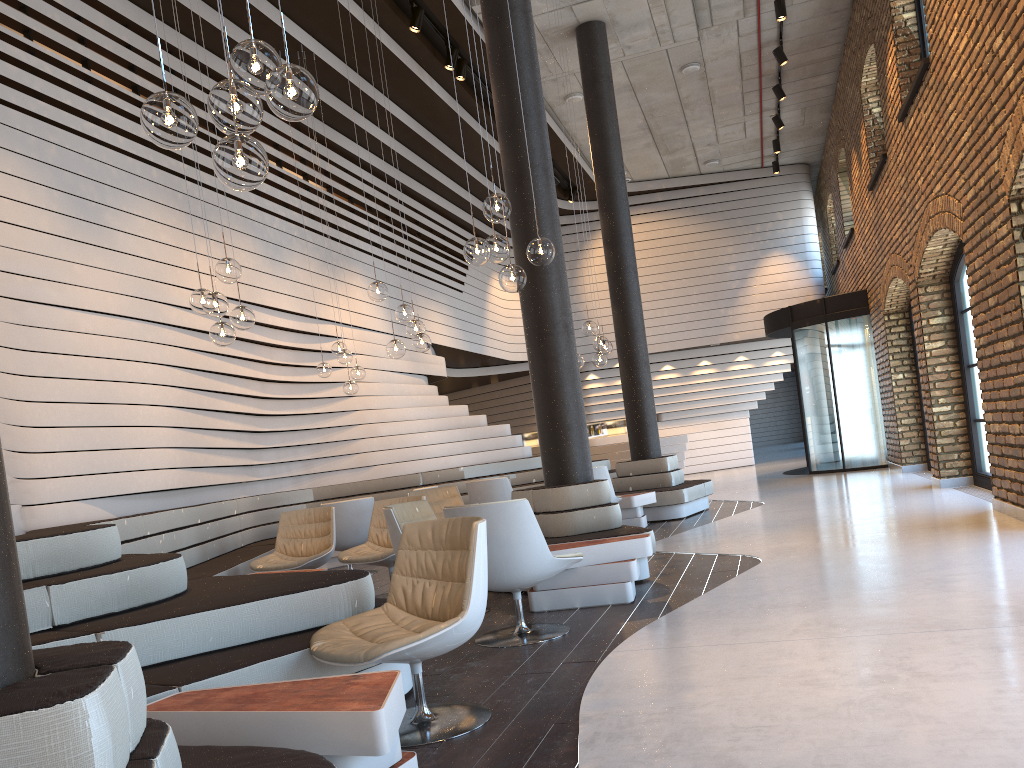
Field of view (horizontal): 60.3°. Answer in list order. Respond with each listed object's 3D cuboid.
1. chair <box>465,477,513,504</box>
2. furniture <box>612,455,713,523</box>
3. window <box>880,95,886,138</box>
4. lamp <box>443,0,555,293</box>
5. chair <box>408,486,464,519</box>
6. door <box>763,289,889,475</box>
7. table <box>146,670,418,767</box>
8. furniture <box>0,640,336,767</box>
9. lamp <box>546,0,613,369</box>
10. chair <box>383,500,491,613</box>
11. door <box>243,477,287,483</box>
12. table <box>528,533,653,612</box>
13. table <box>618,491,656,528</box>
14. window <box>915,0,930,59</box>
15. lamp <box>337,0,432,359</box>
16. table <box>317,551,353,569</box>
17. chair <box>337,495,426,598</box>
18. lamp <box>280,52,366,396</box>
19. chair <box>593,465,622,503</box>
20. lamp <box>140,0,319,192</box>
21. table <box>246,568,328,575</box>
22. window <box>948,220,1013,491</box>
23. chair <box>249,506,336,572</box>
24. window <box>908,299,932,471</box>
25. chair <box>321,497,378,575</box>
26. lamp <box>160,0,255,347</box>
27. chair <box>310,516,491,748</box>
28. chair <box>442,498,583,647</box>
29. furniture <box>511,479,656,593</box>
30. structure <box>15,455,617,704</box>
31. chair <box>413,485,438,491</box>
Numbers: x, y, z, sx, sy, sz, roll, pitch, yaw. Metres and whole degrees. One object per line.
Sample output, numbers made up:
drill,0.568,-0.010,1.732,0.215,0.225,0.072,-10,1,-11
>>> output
chair,-0.126,1.412,9.791,0.664,0.767,0.702,-8,-1,33
furniture,1.810,1.242,10.640,1.750,0.723,1.292,-5,-4,-38
window,4.756,-3.400,10.912,0.126,1.452,1.561,-7,-2,16
lamp,-0.300,-2.870,5.155,0.545,4.682,0.292,-8,2,2
chair,-0.613,1.373,8.473,0.649,0.767,0.719,-7,-1,-34
door,6.155,0.004,15.154,3.234,2.856,3.225,-8,-2,23
table,-0.656,1.118,2.695,0.915,0.371,0.410,-9,-2,24
furniture,-0.764,0.856,1.430,1.281,0.722,1.766,-8,-4,12
lamp,0.757,-2.047,15.059,9.097,4.616,41.693,-9,-5,16
chair,-0.443,1.137,5.802,0.716,0.767,0.651,-8,-1,20
door,-3.585,1.472,13.093,0.978,2.109,0.161,-8,1,17
table,0.442,1.197,5.552,0.909,0.371,0.412,-8,-2,10
table,1.129,1.440,9.764,0.913,0.371,0.410,-9,-2,19
window,3.965,-3.509,8.195,0.126,1.452,1.561,-7,-2,16
lamp,-1.224,-2.573,7.434,0.312,4.749,0.654,-7,2,25
table,-1.964,1.876,9.997,0.895,0.371,0.419,-5,-3,-36
chair,-0.977,1.299,6.931,0.665,0.767,0.702,-8,-1,36
lamp,-2.102,-2.210,9.444,0.527,4.721,0.335,-8,2,-21
chair,0.782,1.230,9.043,0.661,0.767,0.706,-8,-1,17
lamp,-1.158,-2.892,2.726,0.539,4.635,0.277,-8,2,-22
table,-1.598,1.530,6.275,0.408,0.370,0.918,-6,-4,-41
window,4.503,-0.221,8.254,0.131,2.538,2.340,-7,-1,16
chair,-1.759,1.431,7.262,0.663,0.767,0.704,-8,-1,24
window,5.294,-0.111,10.971,0.131,2.538,2.340,-7,-1,16
chair,-1.670,1.546,8.857,0.649,0.767,0.719,-7,-1,-29
lamp,-2.154,-2.572,5.754,0.295,4.682,0.540,-7,1,11
chair,-0.402,0.941,3.411,0.702,0.767,0.665,-7,-1,-36
chair,0.012,1.000,4.845,0.664,0.767,0.702,-8,-1,34
furniture,0.204,1.146,6.703,1.267,0.722,1.785,-7,-4,-13
structure,-2.221,1.331,6.231,5.805,0.928,18.140,-9,-5,12
chair,-1.119,1.540,9.713,0.715,0.767,0.652,-8,-1,16
